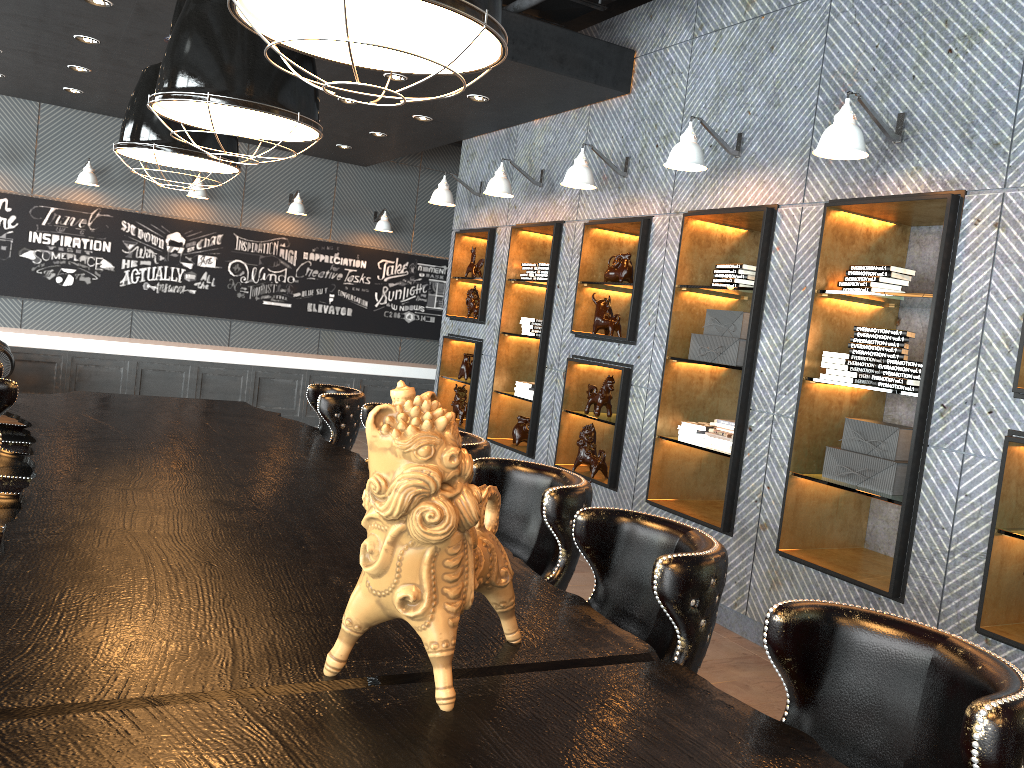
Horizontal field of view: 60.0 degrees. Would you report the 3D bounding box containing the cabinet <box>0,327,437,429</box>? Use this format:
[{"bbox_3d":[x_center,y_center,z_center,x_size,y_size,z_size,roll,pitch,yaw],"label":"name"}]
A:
[{"bbox_3d":[-3.278,0.230,7.530,8.416,0.826,6.318,5,5,-29],"label":"cabinet"}]

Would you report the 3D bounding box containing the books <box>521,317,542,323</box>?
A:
[{"bbox_3d":[0.225,-0.511,7.179,0.245,0.028,0.194,4,5,-36],"label":"books"}]

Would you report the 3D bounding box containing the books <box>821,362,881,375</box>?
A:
[{"bbox_3d":[1.714,-0.078,4.461,0.245,0.028,0.194,5,4,-23],"label":"books"}]

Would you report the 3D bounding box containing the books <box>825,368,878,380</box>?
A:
[{"bbox_3d":[1.719,-0.045,4.411,0.245,0.028,0.194,4,5,-30],"label":"books"}]

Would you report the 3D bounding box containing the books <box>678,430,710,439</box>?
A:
[{"bbox_3d":[1.154,0.308,5.423,0.227,0.024,0.166,9,5,29],"label":"books"}]

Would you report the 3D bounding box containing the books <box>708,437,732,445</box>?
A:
[{"bbox_3d":[1.267,0.334,5.149,0.202,0.022,0.228,5,5,-26],"label":"books"}]

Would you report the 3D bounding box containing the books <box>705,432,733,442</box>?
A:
[{"bbox_3d":[1.265,0.313,5.143,0.205,0.019,0.264,4,5,-30],"label":"books"}]

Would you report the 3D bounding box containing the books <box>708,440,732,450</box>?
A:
[{"bbox_3d":[1.265,0.355,5.149,0.158,0.021,0.224,5,4,-20],"label":"books"}]

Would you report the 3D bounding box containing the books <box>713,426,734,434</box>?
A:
[{"bbox_3d":[1.306,0.274,5.147,0.244,0.023,0.247,3,6,-44],"label":"books"}]

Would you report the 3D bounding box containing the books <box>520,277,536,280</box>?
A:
[{"bbox_3d":[0.206,-0.857,7.302,0.193,0.028,0.246,5,5,-25],"label":"books"}]

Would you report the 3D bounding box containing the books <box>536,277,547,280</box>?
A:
[{"bbox_3d":[0.345,-0.822,7.053,0.246,0.028,0.193,10,5,40],"label":"books"}]

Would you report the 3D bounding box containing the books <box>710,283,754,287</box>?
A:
[{"bbox_3d":[1.333,-0.573,5.261,0.193,0.028,0.246,5,5,-29],"label":"books"}]

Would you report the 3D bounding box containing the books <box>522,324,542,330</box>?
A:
[{"bbox_3d":[0.227,-0.453,7.165,0.245,0.028,0.194,5,5,-29],"label":"books"}]

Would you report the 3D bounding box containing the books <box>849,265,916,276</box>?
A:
[{"bbox_3d":[1.841,-0.564,4.411,0.193,0.028,0.246,5,5,-29],"label":"books"}]

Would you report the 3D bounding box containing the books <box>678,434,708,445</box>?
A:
[{"bbox_3d":[1.166,0.339,5.416,0.243,0.034,0.179,10,5,40],"label":"books"}]

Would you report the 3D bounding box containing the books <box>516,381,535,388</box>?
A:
[{"bbox_3d":[0.169,0.008,7.222,0.179,0.029,0.225,11,6,44],"label":"books"}]

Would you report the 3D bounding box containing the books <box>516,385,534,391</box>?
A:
[{"bbox_3d":[0.179,0.035,7.238,0.243,0.024,0.175,4,5,-38],"label":"books"}]

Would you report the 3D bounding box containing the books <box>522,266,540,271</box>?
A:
[{"bbox_3d":[0.216,-0.940,7.297,0.193,0.028,0.246,5,4,-24],"label":"books"}]

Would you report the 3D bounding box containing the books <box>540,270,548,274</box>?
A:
[{"bbox_3d":[0.376,-0.877,7.082,0.246,0.028,0.193,11,6,43],"label":"books"}]

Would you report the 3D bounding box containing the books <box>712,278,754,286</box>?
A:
[{"bbox_3d":[1.332,-0.601,5.247,0.193,0.028,0.246,6,4,-18],"label":"books"}]

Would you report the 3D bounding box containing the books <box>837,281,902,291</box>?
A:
[{"bbox_3d":[1.782,-0.487,4.424,0.193,0.028,0.246,6,4,-18],"label":"books"}]

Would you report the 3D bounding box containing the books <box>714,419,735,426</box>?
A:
[{"bbox_3d":[1.305,0.230,5.152,0.185,0.024,0.212,4,5,-35],"label":"books"}]

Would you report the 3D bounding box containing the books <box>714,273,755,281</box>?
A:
[{"bbox_3d":[1.350,-0.626,5.238,0.193,0.028,0.246,4,5,-38],"label":"books"}]

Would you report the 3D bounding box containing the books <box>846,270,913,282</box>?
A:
[{"bbox_3d":[1.826,-0.538,4.414,0.193,0.028,0.246,4,5,-37],"label":"books"}]

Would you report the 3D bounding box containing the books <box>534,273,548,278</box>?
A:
[{"bbox_3d":[0.326,-0.853,7.055,0.193,0.028,0.246,3,6,-42],"label":"books"}]

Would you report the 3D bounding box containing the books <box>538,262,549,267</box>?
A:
[{"bbox_3d":[0.360,-0.933,7.045,0.246,0.028,0.193,10,5,33],"label":"books"}]

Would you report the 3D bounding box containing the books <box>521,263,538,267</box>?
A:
[{"bbox_3d":[0.220,-0.968,7.295,0.193,0.028,0.246,4,5,-32],"label":"books"}]

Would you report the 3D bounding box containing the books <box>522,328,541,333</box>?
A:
[{"bbox_3d":[0.224,-0.421,7.121,0.245,0.028,0.194,5,4,-20],"label":"books"}]

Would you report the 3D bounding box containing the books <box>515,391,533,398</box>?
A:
[{"bbox_3d":[0.169,0.088,7.220,0.243,0.034,0.179,9,5,30],"label":"books"}]

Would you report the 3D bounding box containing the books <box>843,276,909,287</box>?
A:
[{"bbox_3d":[1.812,-0.511,4.414,0.193,0.028,0.246,5,4,-21],"label":"books"}]

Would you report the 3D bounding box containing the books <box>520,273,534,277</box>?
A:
[{"bbox_3d":[0.191,-0.888,7.314,0.193,0.028,0.246,6,4,-17],"label":"books"}]

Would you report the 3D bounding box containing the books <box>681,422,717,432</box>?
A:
[{"bbox_3d":[1.171,0.260,5.409,0.225,0.029,0.179,3,6,-44],"label":"books"}]

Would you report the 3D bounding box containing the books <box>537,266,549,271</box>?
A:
[{"bbox_3d":[0.355,-0.906,7.048,0.246,0.028,0.193,10,5,41],"label":"books"}]

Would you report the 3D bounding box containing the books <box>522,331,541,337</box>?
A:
[{"bbox_3d":[0.230,-0.396,7.173,0.245,0.028,0.194,4,5,-33],"label":"books"}]

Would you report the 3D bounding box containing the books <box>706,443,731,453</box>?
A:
[{"bbox_3d":[1.260,0.376,5.140,0.167,0.023,0.228,5,5,-29],"label":"books"}]

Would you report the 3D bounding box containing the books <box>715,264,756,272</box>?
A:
[{"bbox_3d":[1.355,-0.683,5.238,0.193,0.028,0.246,5,5,-26],"label":"books"}]

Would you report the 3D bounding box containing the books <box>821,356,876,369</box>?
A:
[{"bbox_3d":[1.704,-0.104,4.418,0.245,0.028,0.194,6,4,-16],"label":"books"}]

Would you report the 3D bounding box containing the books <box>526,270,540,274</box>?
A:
[{"bbox_3d":[0.248,-0.910,7.318,0.193,0.028,0.246,5,4,-22],"label":"books"}]

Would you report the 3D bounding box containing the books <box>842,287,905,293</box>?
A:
[{"bbox_3d":[1.792,-0.456,4.401,0.193,0.028,0.246,6,4,-13],"label":"books"}]

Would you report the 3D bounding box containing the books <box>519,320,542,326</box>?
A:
[{"bbox_3d":[0.212,-0.484,7.175,0.245,0.028,0.194,5,5,-26],"label":"books"}]

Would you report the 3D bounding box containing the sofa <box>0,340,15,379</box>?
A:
[{"bbox_3d":[-5.841,-0.105,7.778,2.565,0.838,1.241,5,5,-30],"label":"sofa"}]

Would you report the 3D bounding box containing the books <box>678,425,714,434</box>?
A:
[{"bbox_3d":[1.167,0.283,5.452,0.243,0.024,0.175,4,5,-30],"label":"books"}]

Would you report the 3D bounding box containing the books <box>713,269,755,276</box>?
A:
[{"bbox_3d":[1.350,-0.658,5.284,0.193,0.028,0.246,5,4,-23],"label":"books"}]

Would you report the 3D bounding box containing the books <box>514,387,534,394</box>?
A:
[{"bbox_3d":[0.157,0.057,7.228,0.166,0.024,0.227,3,6,-43],"label":"books"}]

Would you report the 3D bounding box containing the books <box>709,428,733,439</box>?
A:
[{"bbox_3d":[1.275,0.292,5.152,0.197,0.023,0.248,6,4,-12],"label":"books"}]

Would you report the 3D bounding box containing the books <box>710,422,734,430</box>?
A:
[{"bbox_3d":[1.285,0.251,5.137,0.197,0.020,0.206,5,5,-27],"label":"books"}]
